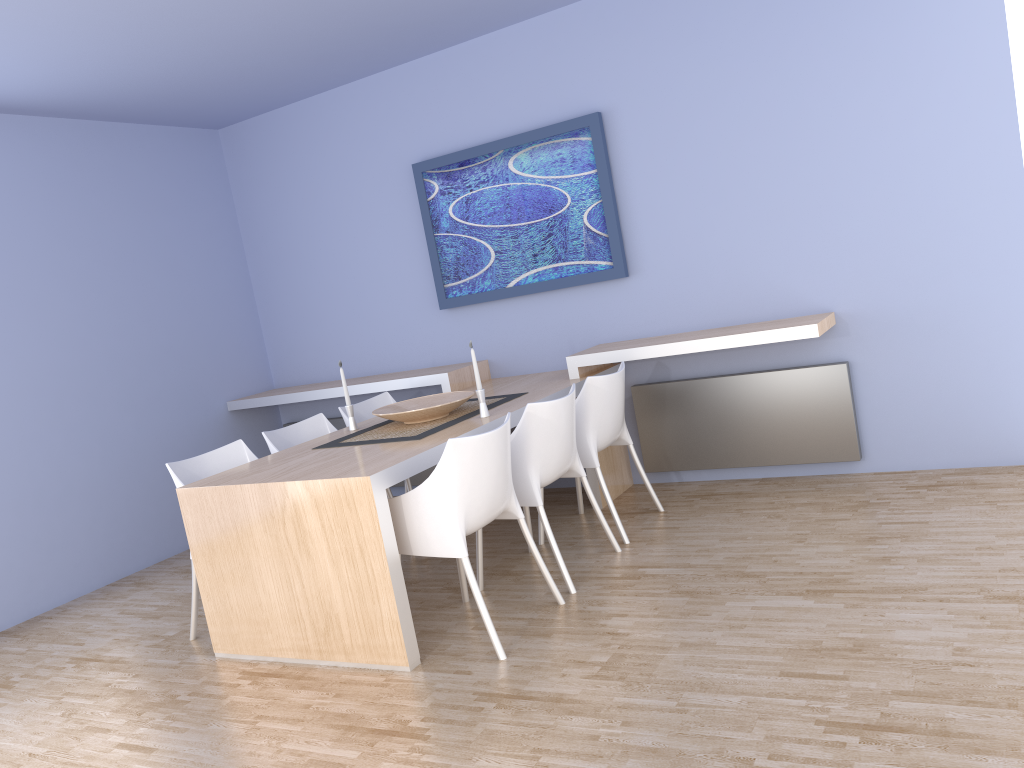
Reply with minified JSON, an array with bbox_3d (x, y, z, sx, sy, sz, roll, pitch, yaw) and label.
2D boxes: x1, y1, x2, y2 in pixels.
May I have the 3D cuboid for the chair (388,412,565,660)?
[{"bbox_3d":[-0.185,0.553,3.386,0.486,0.793,0.510,-7,7,30],"label":"chair"}]

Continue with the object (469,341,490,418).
[{"bbox_3d":[-0.152,-0.025,3.930,0.045,0.349,0.045,-7,7,30],"label":"object"}]

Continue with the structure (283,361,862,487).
[{"bbox_3d":[0.072,0.333,5.420,3.843,0.503,0.064,-7,7,30],"label":"structure"}]

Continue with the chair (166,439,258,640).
[{"bbox_3d":[-1.170,0.671,3.962,0.486,0.793,0.510,-7,7,30],"label":"chair"}]

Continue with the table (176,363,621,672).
[{"bbox_3d":[-0.295,0.500,4.354,1.002,0.718,2.340,-7,7,30],"label":"table"}]

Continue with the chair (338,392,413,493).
[{"bbox_3d":[-0.619,0.454,4.947,0.486,0.793,0.510,-7,7,30],"label":"chair"}]

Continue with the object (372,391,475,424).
[{"bbox_3d":[-0.414,0.125,4.216,0.493,0.081,0.493,-16,9,-41],"label":"object"}]

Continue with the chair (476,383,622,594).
[{"bbox_3d":[0.100,0.441,3.896,0.486,0.793,0.510,-7,8,31],"label":"chair"}]

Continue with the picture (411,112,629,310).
[{"bbox_3d":[0.018,-0.968,5.165,1.252,0.901,0.049,-7,7,30],"label":"picture"}]

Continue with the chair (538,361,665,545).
[{"bbox_3d":[0.382,0.330,4.400,0.486,0.793,0.510,-7,7,30],"label":"chair"}]

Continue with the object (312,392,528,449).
[{"bbox_3d":[-0.404,0.166,4.217,0.594,0.005,0.986,-7,7,30],"label":"object"}]

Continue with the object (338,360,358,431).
[{"bbox_3d":[-0.804,0.053,4.313,0.045,0.349,0.045,-13,7,-18],"label":"object"}]

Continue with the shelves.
[{"bbox_3d":[-0.088,0.291,5.289,3.901,0.840,0.463,-7,7,30],"label":"shelves"}]

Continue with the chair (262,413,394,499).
[{"bbox_3d":[-0.894,0.562,4.455,0.486,0.793,0.510,-7,7,30],"label":"chair"}]
